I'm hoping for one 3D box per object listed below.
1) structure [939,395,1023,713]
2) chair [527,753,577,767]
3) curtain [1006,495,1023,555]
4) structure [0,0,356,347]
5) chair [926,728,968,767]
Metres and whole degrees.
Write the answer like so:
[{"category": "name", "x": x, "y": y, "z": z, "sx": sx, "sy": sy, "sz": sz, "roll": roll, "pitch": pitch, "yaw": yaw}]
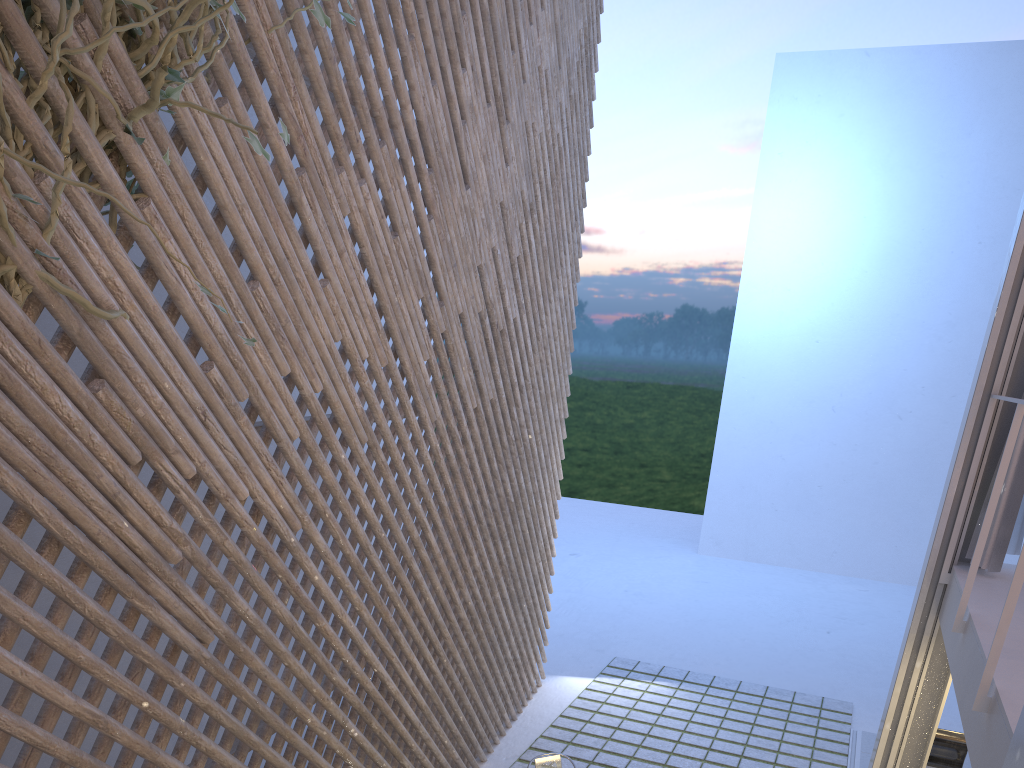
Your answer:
[{"category": "structure", "x": 1.021, "y": 0.331, "z": 1.706, "sx": 0.027, "sy": 0.605, "sz": 1.595, "roll": 13, "pitch": 8, "yaw": 24}, {"category": "chair", "x": 0.183, "y": 1.759, "z": 3.441, "sx": 0.259, "sy": 0.417, "sz": 0.225, "roll": -5, "pitch": 18, "yaw": -27}, {"category": "curtain", "x": 1.754, "y": -0.714, "z": 1.937, "sx": 0.507, "sy": 2.652, "sz": 0.087, "roll": 9, "pitch": 21, "yaw": 15}, {"category": "structure", "x": -0.582, "y": -1.216, "z": 1.283, "sx": 0.733, "sy": 2.983, "sz": 2.152, "roll": 9, "pitch": 15, "yaw": 15}, {"category": "chair", "x": 1.985, "y": 1.843, "z": 3.827, "sx": 0.187, "sy": 0.480, "sz": 0.218, "roll": 11, "pitch": 19, "yaw": 21}]
